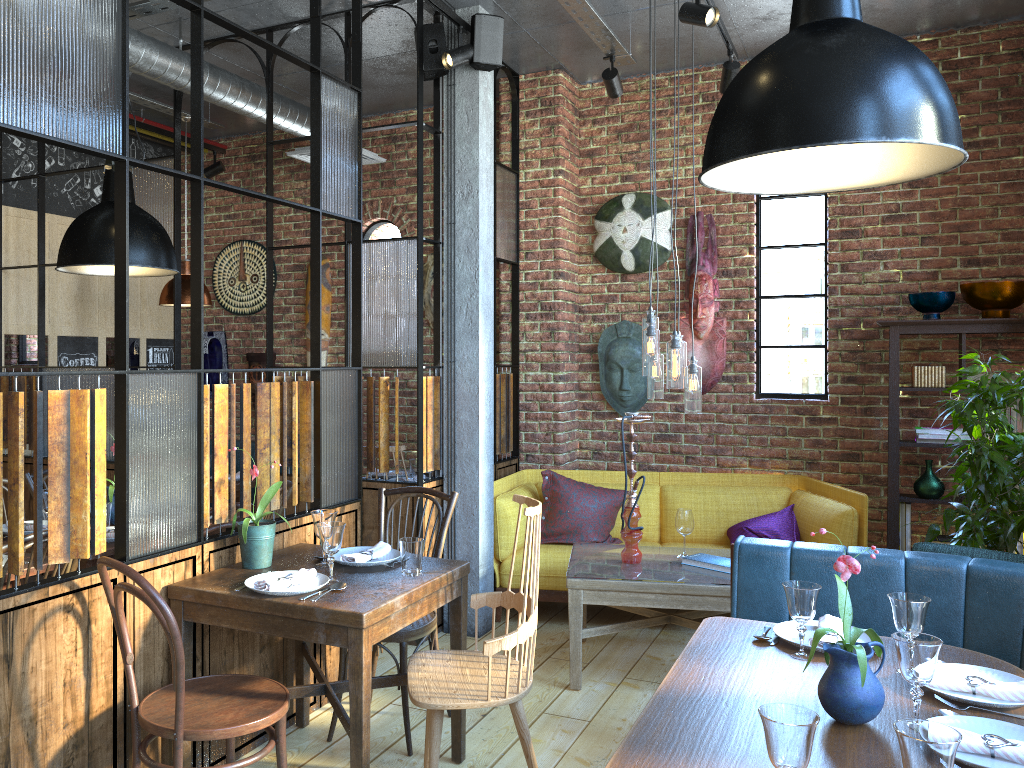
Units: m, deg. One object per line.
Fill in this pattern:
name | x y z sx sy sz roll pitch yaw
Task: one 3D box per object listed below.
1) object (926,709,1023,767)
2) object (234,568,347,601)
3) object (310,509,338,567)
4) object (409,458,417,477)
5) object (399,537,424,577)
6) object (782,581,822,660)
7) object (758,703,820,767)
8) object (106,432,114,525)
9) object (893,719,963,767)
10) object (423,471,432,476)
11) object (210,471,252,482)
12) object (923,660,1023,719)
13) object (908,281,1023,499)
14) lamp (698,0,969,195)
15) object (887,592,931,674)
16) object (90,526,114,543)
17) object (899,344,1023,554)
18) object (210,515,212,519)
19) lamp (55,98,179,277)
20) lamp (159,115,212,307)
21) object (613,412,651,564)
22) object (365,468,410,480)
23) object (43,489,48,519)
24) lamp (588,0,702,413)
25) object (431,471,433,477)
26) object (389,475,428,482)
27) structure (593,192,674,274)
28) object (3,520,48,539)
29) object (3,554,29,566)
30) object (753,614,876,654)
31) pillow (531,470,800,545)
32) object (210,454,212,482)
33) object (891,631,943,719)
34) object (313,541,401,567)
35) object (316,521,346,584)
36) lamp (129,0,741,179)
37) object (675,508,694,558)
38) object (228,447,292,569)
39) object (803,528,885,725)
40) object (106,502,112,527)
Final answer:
object | 0.976 0.719 1.788 0.280 0.051 0.312 1 2 27
object | -0.706 0.630 2.822 0.338 0.051 0.259 1 2 28
object | -0.671 0.551 3.147 0.098 0.192 0.098 0 0 -1
object | -0.600 0.525 5.499 0.081 0.119 0.088 0 1 -35
object | -0.342 0.590 3.007 0.086 0.119 0.082 0 1 14
object | 0.776 0.634 2.358 0.094 0.192 0.103 0 0 -37
object | 0.471 0.657 1.500 0.094 0.192 0.103 0 0 -37
object | -1.762 0.415 3.965 0.143 0.431 0.208 0 0 43
object | 0.674 0.658 1.431 0.094 0.192 0.103 0 0 -37
object | -0.456 0.556 5.663 0.338 0.051 0.259 1 2 28
object | -2.051 0.666 6.340 0.338 0.051 0.259 1 2 28
object | 1.113 0.710 2.118 0.280 0.051 0.312 1 2 27
object | 2.431 0.346 4.728 0.628 1.761 0.317 0 0 20
lamp | 0.679 -1.121 1.908 0.554 1.326 0.504 0 0 42
object | 1.007 0.636 2.235 0.094 0.192 0.103 0 0 -37
object | -1.647 0.611 3.660 0.280 0.051 0.312 1 2 27
object | 2.176 0.584 3.946 0.731 1.528 0.853 0 0 3
object | -1.486 0.600 4.073 0.280 0.051 0.312 1 2 27
lamp | -1.773 -1.168 3.969 0.554 1.326 0.505 0 0 37
lamp | -2.308 -1.221 6.235 0.379 1.335 0.358 0 0 17
object | 0.552 0.487 4.102 0.173 0.704 0.254 0 0 15
object | -0.781 0.560 5.534 0.280 0.051 0.312 1 2 27
object | -1.939 0.541 3.697 0.103 0.192 0.094 0 0 44
lamp | 0.639 -0.926 4.254 0.275 2.119 0.526 0 0 -41
object | -0.482 0.494 5.331 0.103 0.192 0.094 0 0 44
object | -0.582 0.567 5.229 0.338 0.051 0.259 1 2 28
structure | 0.776 -0.977 5.708 0.551 0.521 0.142 0 0 26
object | -2.086 0.609 3.774 0.280 0.051 0.312 1 2 27
object | -1.890 0.626 3.113 0.280 0.051 0.312 1 2 27
object | 0.861 0.701 2.484 0.338 0.051 0.259 1 2 28
pillow | 0.874 0.736 5.135 1.530 0.453 0.391 0 1 14
object | -2.168 0.598 6.263 0.099 0.192 0.097 0 0 4
object | 0.875 0.645 1.905 0.094 0.192 0.103 0 0 -37
object | -0.553 0.619 3.225 0.338 0.051 0.259 1 2 28
object | -0.596 0.557 2.905 0.096 0.192 0.101 0 0 -19
lamp | -2.744 -1.679 3.522 6.498 0.274 6.964 1 2 24
object | 0.833 0.719 4.254 0.087 0.228 0.094 0 0 -28
object | -0.898 0.435 3.145 0.200 0.426 0.145 0 0 -32
object | 0.750 0.526 1.948 0.143 0.431 0.208 0 0 43
object | -1.769 0.572 3.797 0.085 0.119 0.083 0 0 7
